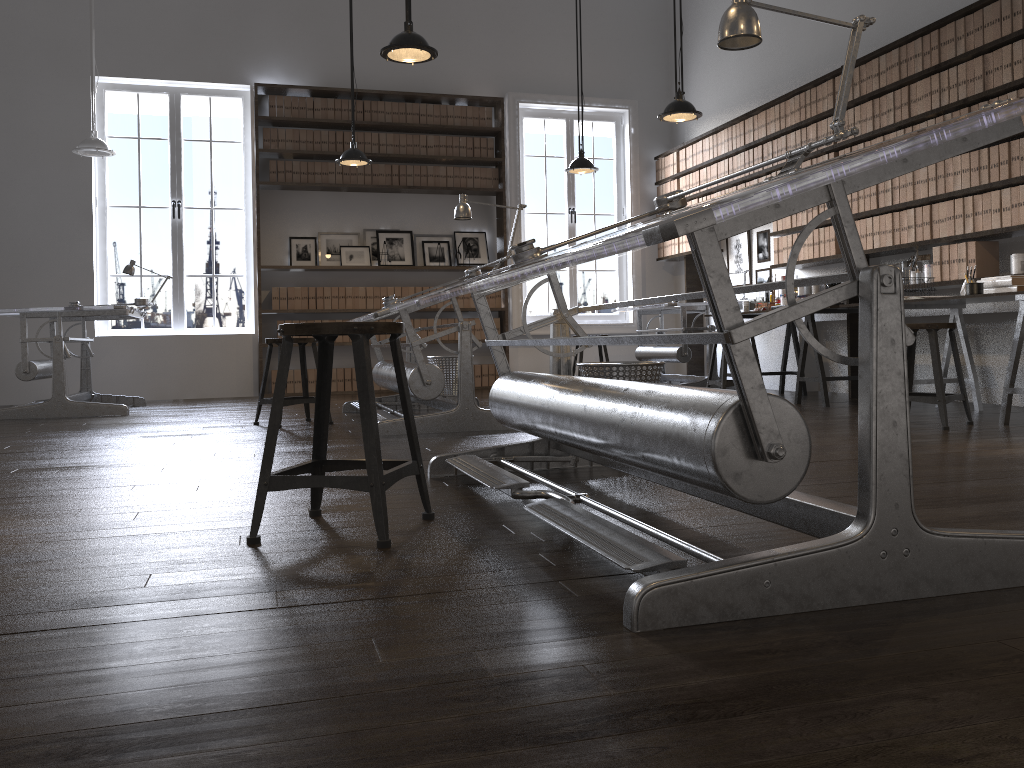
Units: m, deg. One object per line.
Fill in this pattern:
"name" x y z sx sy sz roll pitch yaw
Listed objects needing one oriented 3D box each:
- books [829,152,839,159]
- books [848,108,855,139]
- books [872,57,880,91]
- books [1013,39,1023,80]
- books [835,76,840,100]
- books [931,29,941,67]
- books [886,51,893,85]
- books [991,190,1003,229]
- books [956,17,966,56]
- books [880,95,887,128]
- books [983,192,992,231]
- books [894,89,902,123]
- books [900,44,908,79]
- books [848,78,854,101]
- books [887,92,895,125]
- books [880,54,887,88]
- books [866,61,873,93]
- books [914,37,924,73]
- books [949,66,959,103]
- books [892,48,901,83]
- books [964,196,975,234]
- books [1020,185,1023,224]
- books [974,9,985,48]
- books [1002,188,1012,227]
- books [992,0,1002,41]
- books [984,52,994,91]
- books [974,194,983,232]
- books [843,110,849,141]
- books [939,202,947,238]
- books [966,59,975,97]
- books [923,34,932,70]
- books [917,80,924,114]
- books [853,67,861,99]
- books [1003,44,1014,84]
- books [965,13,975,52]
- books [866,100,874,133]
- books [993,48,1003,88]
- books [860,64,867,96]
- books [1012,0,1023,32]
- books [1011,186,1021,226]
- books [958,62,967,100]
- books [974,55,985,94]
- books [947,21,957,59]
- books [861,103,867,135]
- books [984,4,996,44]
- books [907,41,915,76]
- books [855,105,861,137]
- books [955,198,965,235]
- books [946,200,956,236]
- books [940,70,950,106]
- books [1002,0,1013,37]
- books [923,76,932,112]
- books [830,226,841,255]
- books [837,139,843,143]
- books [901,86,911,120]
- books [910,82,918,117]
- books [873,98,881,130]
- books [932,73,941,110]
"books" 2.483 -1.626 6.670 0.174 0.226 0.066 -1 0 -16
"books" 2.539 -1.885 6.438 0.174 0.226 0.067 -1 0 -16
"books" 2.610 -2.152 6.175 0.174 0.226 0.067 -1 0 -16
"books" 2.944 -1.829 5.031 0.174 0.225 0.066 -1 0 -16
"books" 2.497 -2.168 6.577 0.174 0.225 0.066 -1 0 -16
"books" 2.763 -2.130 5.639 0.174 0.226 0.067 -1 0 -16
"books" 2.650 -2.147 6.046 0.174 0.225 0.066 -1 0 -16
"books" 2.910 -1.020 5.195 0.174 0.226 0.067 -1 0 -16
"books" 2.823 -2.122 5.436 0.174 0.226 0.066 -1 0 -16
"books" 2.638 -1.872 6.112 0.174 0.226 0.066 -1 0 -16
"books" 2.895 -1.023 5.264 0.174 0.226 0.066 -1 0 -16
"books" 2.677 -1.867 5.975 0.174 0.226 0.066 -1 0 -16
"books" 2.688 -2.141 5.917 0.174 0.226 0.066 -1 0 -16
"books" 2.530 -2.162 6.446 0.174 0.226 0.066 -1 0 -16
"books" 2.653 -1.869 6.042 0.174 0.226 0.066 -1 0 -16
"books" 2.631 -2.149 6.106 0.174 0.225 0.066 -1 0 -16
"books" 2.594 -2.154 6.244 0.174 0.226 0.066 -1 0 -16
"books" 2.723 -2.136 5.780 0.174 0.226 0.066 -1 0 -16
"books" 2.809 -1.847 5.496 0.174 0.226 0.067 -1 0 -16
"books" 2.664 -2.144 5.980 0.174 0.226 0.067 -1 0 -16
"books" 2.854 -1.028 5.397 0.174 0.226 0.066 -1 0 -16
"books" 2.965 -1.012 5.000 0.174 0.226 0.067 -1 0 -16
"books" 2.864 -2.117 5.302 0.174 0.226 0.066 -1 0 -16
"books" 2.932 -1.017 5.126 0.174 0.225 0.066 -1 0 -16
"books" 2.896 -2.111 5.168 0.174 0.226 0.067 -1 0 -16
"books" 2.890 -1.837 5.236 0.174 0.226 0.066 -1 0 -16
"books" 2.877 -1.025 5.331 0.174 0.226 0.066 -1 0 -16
"books" 2.524 -1.888 6.506 0.174 0.226 0.066 -1 0 -16
"books" 2.798 -1.036 5.598 0.174 0.225 0.066 -1 0 -16
"books" 2.850 -1.842 5.367 0.174 0.225 0.066 -1 0 -16
"books" 2.747 -2.133 5.713 0.174 0.226 0.066 -1 0 -16
"books" 2.734 -1.858 5.768 0.174 0.225 0.066 -1 0 -16
"books" 2.554 -2.160 6.377 0.174 0.226 0.066 -1 0 -16
"books" 2.923 -1.832 5.100 0.174 0.226 0.067 -1 0 -16
"books" 2.846 -2.120 5.370 0.174 0.226 0.066 -1 0 -16
"books" 2.594 -1.877 6.243 0.174 0.226 0.067 -1 0 -16
"books" 2.907 -1.834 5.169 0.174 0.226 0.066 -1 0 -16
"books" 2.577 -2.157 6.311 0.174 0.226 0.066 -1 0 -16
"books" 2.939 -2.106 5.030 0.174 0.226 0.066 -1 0 -16
"books" 2.951 -1.015 5.066 0.174 0.225 0.066 -1 0 -16
"books" 2.831 -1.845 5.427 0.174 0.225 0.066 -1 0 -16
"books" 2.864 -1.840 5.301 0.174 0.226 0.067 -1 0 -16
"books" 2.800 -2.125 5.504 0.174 0.226 0.066 -1 0 -16
"books" 2.580 -1.880 6.308 0.174 0.225 0.066 -1 0 -16
"books" 2.883 -2.114 5.230 0.174 0.225 0.066 -1 0 -16
"books" 2.708 -2.139 5.849 0.174 0.226 0.066 -1 0 -16
"books" 2.561 -1.882 6.368 0.174 0.225 0.066 -1 0 -16
"books" 2.831 -1.030 5.466 0.174 0.226 0.066 -1 0 -16
"books" 2.811 -1.033 5.536 0.174 0.226 0.067 -1 0 -16
"books" 2.790 -1.850 5.568 0.174 0.226 0.066 -1 0 -16
"books" 2.916 -2.109 5.098 0.174 0.226 0.066 -1 0 -16
"books" 2.747 -1.856 5.706 0.174 0.226 0.067 -1 0 -16
"books" 2.489 -1.078 6.666 0.174 0.226 0.067 -1 0 -16
"books" 2.506 -1.890 6.574 0.174 0.226 0.066 -1 0 -16
"books" 2.693 -1.864 5.902 0.174 0.226 0.067 -1 0 -16
"books" 2.718 -1.861 5.832 0.174 0.225 0.066 -1 0 -16
"books" 2.618 -1.875 6.180 0.174 0.226 0.066 -1 0 -16
"books" 2.767 -1.853 5.637 0.174 0.226 0.066 -1 0 -16
